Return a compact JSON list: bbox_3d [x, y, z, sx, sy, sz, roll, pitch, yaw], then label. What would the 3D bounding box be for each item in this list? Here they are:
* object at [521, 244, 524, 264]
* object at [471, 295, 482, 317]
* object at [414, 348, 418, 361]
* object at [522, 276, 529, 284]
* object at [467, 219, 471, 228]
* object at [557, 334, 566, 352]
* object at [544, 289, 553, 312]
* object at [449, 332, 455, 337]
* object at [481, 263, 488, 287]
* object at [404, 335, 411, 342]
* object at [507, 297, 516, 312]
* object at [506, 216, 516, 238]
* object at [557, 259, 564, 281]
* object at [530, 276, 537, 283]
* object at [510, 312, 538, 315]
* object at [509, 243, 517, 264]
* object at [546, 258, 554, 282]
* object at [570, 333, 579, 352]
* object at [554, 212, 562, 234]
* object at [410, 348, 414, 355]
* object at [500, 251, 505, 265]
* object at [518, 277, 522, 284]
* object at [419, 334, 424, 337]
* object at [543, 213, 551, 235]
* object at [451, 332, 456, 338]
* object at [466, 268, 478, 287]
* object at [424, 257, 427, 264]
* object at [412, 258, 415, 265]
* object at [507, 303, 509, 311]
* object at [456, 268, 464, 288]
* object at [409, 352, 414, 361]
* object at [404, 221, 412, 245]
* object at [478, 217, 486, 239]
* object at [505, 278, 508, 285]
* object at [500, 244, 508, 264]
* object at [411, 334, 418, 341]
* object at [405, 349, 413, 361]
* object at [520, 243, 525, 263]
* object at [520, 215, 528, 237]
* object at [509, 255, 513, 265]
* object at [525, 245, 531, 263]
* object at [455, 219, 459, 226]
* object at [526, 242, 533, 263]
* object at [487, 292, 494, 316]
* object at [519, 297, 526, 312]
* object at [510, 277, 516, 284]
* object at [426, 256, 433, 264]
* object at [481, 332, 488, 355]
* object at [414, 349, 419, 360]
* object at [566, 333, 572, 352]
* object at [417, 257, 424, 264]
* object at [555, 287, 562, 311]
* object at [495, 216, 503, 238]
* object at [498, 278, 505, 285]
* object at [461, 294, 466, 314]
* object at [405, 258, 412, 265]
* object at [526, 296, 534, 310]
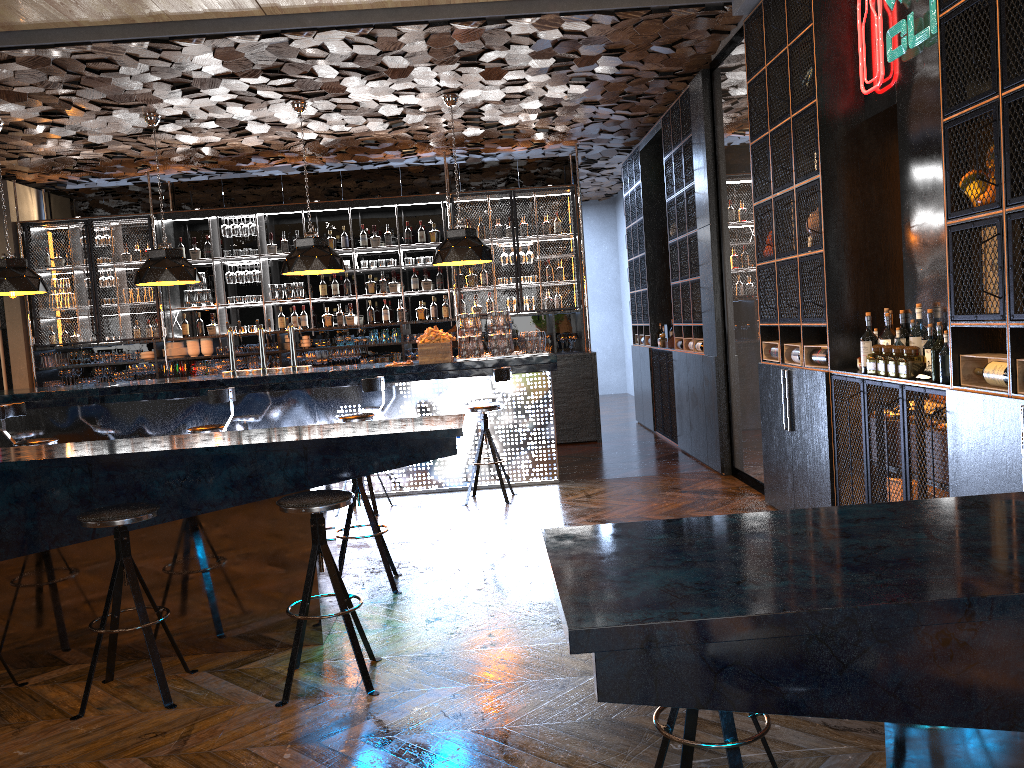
[{"bbox_3d":[0.106,-1.624,11.073,0.092,0.244,0.092,-5,4,-7],"label":"object"},{"bbox_3d":[-0.440,-0.970,11.012,0.123,0.279,0.123,-5,4,-13],"label":"object"},{"bbox_3d":[-1.180,-0.352,10.987,0.089,0.174,0.089,-7,5,-41],"label":"object"},{"bbox_3d":[0.168,-1.282,10.936,0.089,0.092,0.089,-5,4,-17],"label":"object"},{"bbox_3d":[-0.528,-1.898,10.947,0.123,0.279,0.123,-4,4,7],"label":"object"},{"bbox_3d":[0.623,-0.513,11.081,0.101,0.227,0.101,-6,4,-24],"label":"object"},{"bbox_3d":[0.451,-1.038,11.049,0.083,0.282,0.083,-5,4,-16],"label":"object"},{"bbox_3d":[-0.738,-0.592,10.830,0.088,0.070,0.098,-3,4,8],"label":"object"},{"bbox_3d":[-0.347,-1.351,11.017,0.086,0.298,0.086,-8,5,-43],"label":"object"},{"bbox_3d":[-1.269,-0.560,10.832,0.084,0.082,0.084,-5,4,-9],"label":"object"},{"bbox_3d":[0.000,-0.962,10.950,0.105,0.209,0.105,-5,4,-17],"label":"object"},{"bbox_3d":[-0.011,-1.938,10.976,0.123,0.279,0.123,-4,4,2],"label":"object"},{"bbox_3d":[0.602,-1.413,11.029,0.083,0.282,0.083,-3,4,8],"label":"object"},{"bbox_3d":[0.265,-1.292,10.984,0.089,0.092,0.089,-5,4,-17],"label":"object"},{"bbox_3d":[0.121,-0.878,10.995,0.437,0.019,0.273,-4,4,-2],"label":"object"},{"bbox_3d":[0.013,-1.606,10.906,0.092,0.244,0.092,-5,4,-7],"label":"object"},{"bbox_3d":[0.466,-1.412,11.028,0.086,0.299,0.086,-8,5,-43],"label":"object"},{"bbox_3d":[0.771,-0.512,10.917,0.101,0.227,0.101,-6,4,-24],"label":"object"},{"bbox_3d":[0.565,-1.991,11.017,0.086,0.298,0.086,-7,5,-38],"label":"object"},{"bbox_3d":[-1.264,-0.355,11.112,0.089,0.174,0.089,-7,5,-41],"label":"object"},{"bbox_3d":[-0.102,-1.609,11.067,0.092,0.244,0.092,-5,4,-7],"label":"object"},{"bbox_3d":[0.089,-1.288,11.107,0.089,0.092,0.089,-6,4,-26],"label":"object"},{"bbox_3d":[-1.091,-0.573,10.833,0.084,0.082,0.084,-3,4,16],"label":"object"},{"bbox_3d":[0.427,-1.971,10.986,0.083,0.282,0.083,-3,4,13],"label":"object"},{"bbox_3d":[-0.747,-0.606,11.030,0.088,0.070,0.098,0,6,45],"label":"object"},{"bbox_3d":[-0.498,-1.314,11.000,0.151,0.248,0.094,-4,4,7],"label":"object"},{"bbox_3d":[-1.051,-1.530,11.057,0.089,0.092,0.089,-5,4,-16],"label":"object"},{"bbox_3d":[-1.254,-1.515,11.042,0.089,0.092,0.089,0,5,43],"label":"object"},{"bbox_3d":[-0.011,-0.969,11.064,0.105,0.209,0.105,-5,4,-17],"label":"object"},{"bbox_3d":[-0.652,-1.321,10.995,0.083,0.282,0.083,-5,4,-16],"label":"object"},{"bbox_3d":[-1.252,-0.343,10.923,0.089,0.174,0.089,-7,5,-41],"label":"object"},{"bbox_3d":[-1.282,-1.855,10.943,0.086,0.299,0.086,-8,5,-43],"label":"object"},{"bbox_3d":[-0.379,-1.920,10.967,0.086,0.297,0.086,-8,5,-43],"label":"object"},{"bbox_3d":[-0.093,-1.270,11.034,0.089,0.092,0.089,-7,5,-35],"label":"object"},{"bbox_3d":[-0.097,-1.598,10.903,0.092,0.244,0.092,-5,4,-7],"label":"object"},{"bbox_3d":[-1.188,-0.566,10.832,0.084,0.082,0.084,-4,4,-1],"label":"object"},{"bbox_3d":[-1.260,-0.336,10.828,0.089,0.174,0.089,-7,5,-41],"label":"object"},{"bbox_3d":[0.111,-1.613,10.909,0.092,0.244,0.092,-5,4,-7],"label":"object"},{"bbox_3d":[0.146,-1.951,10.979,0.083,0.282,0.083,-5,4,-16],"label":"object"},{"bbox_3d":[0.007,-1.617,11.070,0.092,0.244,0.092,-5,4,-7],"label":"object"},{"bbox_3d":[0.209,-1.632,11.076,0.092,0.244,0.092,-5,4,-7],"label":"object"},{"bbox_3d":[-0.676,-1.898,10.962,0.086,0.299,0.086,-8,5,-43],"label":"object"},{"bbox_3d":[0.215,-1.621,10.911,0.092,0.244,0.092,-5,4,-7],"label":"object"},{"bbox_3d":[-0.272,-0.994,11.033,0.086,0.299,0.086,-8,5,-43],"label":"object"},{"bbox_3d":[0.118,-0.975,11.015,0.105,0.209,0.105,-5,4,-17],"label":"object"},{"bbox_3d":[0.023,-1.275,10.993,0.089,0.092,0.089,-4,4,-1],"label":"object"},{"bbox_3d":[-1.013,-1.522,10.900,0.089,0.092,0.089,-1,5,38],"label":"object"},{"bbox_3d":[-0.351,-0.481,10.975,0.170,0.313,0.170,-5,4,-7],"label":"object"},{"bbox_3d":[-1.155,-0.347,10.890,0.089,0.174,0.089,-7,5,-41],"label":"object"},{"bbox_3d":[0.726,-0.523,11.112,0.101,0.227,0.101,-6,4,-24],"label":"object"},{"bbox_3d":[-1.130,-1.516,10.935,0.089,0.092,0.089,-4,4,-2],"label":"object"},{"bbox_3d":[0.575,-1.055,11.066,0.086,0.298,0.086,-8,5,-43],"label":"object"},{"bbox_3d":[-0.167,-1.929,10.970,0.083,0.282,0.083,-4,4,-1],"label":"object"},{"bbox_3d":[-0.128,-1.261,10.932,0.089,0.092,0.089,-5,4,-17],"label":"object"},{"bbox_3d":[-0.622,-0.969,11.027,0.086,0.298,0.086,-8,5,-43],"label":"object"},{"bbox_3d":[-1.273,-1.504,10.902,0.089,0.092,0.089,-5,4,-16],"label":"object"},{"bbox_3d":[0.228,-0.979,10.959,0.105,0.209,0.105,-5,4,-17],"label":"object"}]
